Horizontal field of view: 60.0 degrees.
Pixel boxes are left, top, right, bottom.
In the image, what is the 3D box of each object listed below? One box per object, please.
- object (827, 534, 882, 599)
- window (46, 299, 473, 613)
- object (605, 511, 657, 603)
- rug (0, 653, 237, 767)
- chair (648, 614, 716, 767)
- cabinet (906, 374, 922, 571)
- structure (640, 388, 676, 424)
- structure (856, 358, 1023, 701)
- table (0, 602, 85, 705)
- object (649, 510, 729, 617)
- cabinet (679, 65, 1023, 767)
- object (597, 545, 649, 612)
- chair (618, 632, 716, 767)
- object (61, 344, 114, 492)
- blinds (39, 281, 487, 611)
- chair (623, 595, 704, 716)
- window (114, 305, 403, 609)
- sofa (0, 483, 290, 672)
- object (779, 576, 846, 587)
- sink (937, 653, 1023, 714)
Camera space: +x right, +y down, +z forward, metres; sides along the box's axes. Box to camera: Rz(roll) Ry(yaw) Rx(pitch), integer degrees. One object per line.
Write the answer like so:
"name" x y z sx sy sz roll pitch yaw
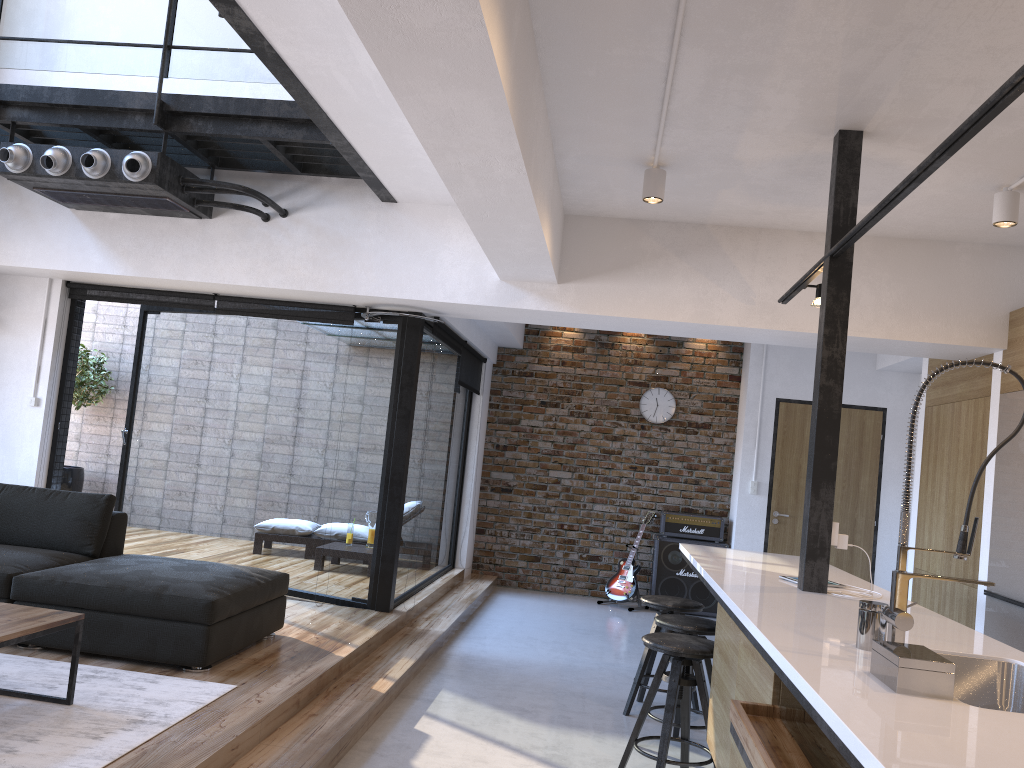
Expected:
"object" 1.480 0.770 3.797 0.214 0.246 0.418 4 -5 28
"window" -2.800 -1.512 2.812 5.662 5.561 13.414 5 -4 7
"object" 1.195 1.672 8.620 0.330 0.872 0.525 3 -5 41
"rug" -2.345 1.165 3.229 2.113 0.003 1.639 5 -5 7
"chair" 0.841 1.467 4.313 0.366 0.629 0.365 9 -5 -38
"cabinet" 3.603 0.883 7.331 0.020 2.114 1.711 5 -4 7
"structure" 1.466 0.218 8.924 0.360 0.360 0.040 5 -4 7
"structure" 1.001 0.314 2.241 0.508 0.812 0.392 10 -5 -44
"table" -2.365 0.987 3.238 1.298 0.350 0.698 5 -4 7
"object" 1.718 1.729 8.594 0.696 0.935 0.358 5 -4 7
"cabinet" 1.849 0.261 1.985 2.473 2.869 9.126 5 -4 7
"object" 1.093 1.844 8.516 0.389 0.587 0.331 2 -5 41
"chair" 0.704 1.411 3.783 0.367 0.629 0.367 7 -4 -18
"object" -4.645 0.468 9.241 0.813 1.861 0.800 9 -5 -40
"blinds" -1.260 0.528 6.765 3.865 2.050 1.828 9 -5 -39
"chair" 0.864 1.518 4.939 0.366 0.629 0.367 4 -4 22
"window" -1.970 0.456 6.576 2.447 2.048 0.100 4 -4 23
"sofa" -2.892 0.798 3.731 2.998 0.700 3.047 5 -4 7
"object" 1.348 0.891 3.986 0.240 0.013 0.188 7 -5 -8
"sink" 1.209 0.856 2.230 0.406 0.203 0.707 5 -4 7
